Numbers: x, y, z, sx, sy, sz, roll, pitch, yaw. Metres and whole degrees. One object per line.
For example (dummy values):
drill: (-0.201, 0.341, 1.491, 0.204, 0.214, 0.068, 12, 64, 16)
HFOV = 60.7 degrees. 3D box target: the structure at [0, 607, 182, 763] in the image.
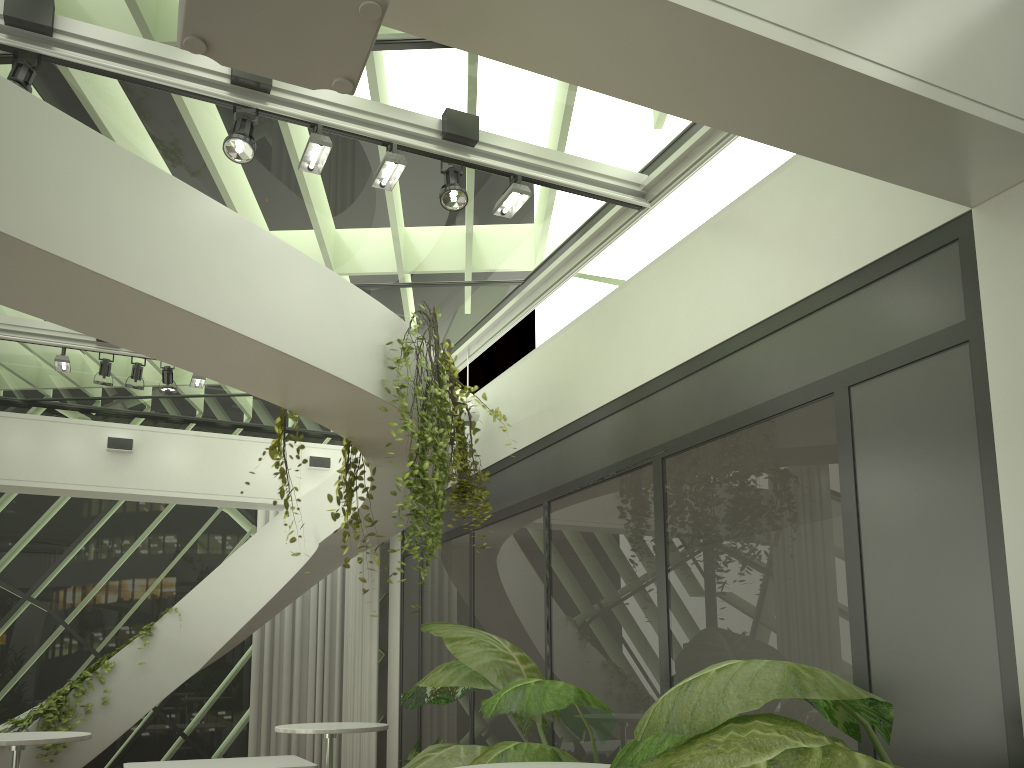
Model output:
structure: (-4.623, 2.421, 6.800, 2.033, 1.618, 4.940, -2, -17, 6)

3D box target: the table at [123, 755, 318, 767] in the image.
table: (-2.537, 3.644, 7.533, 1.510, 0.697, 1.099, 7, -17, -24)

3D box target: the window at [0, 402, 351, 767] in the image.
window: (-4.612, 2.570, 10.213, 5.773, 4.511, 0.039, 7, -12, -25)

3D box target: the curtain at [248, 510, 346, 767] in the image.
curtain: (-2.584, 2.942, 10.861, 1.237, 3.974, 0.163, 5, -11, -26)

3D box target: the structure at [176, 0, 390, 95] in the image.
structure: (-0.551, -0.938, 2.086, 0.465, 0.268, 0.399, 7, -17, -24)

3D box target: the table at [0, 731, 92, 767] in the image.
table: (-3.294, 2.890, 5.791, 0.857, 1.065, 0.884, -3, -13, 10)

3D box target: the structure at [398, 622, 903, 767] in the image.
structure: (0.618, 1.584, 3.125, 1.792, 1.664, 9.167, 6, -19, -24)

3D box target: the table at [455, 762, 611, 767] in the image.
table: (0.125, 2.103, 3.463, 0.857, 1.065, 0.884, -3, -13, 10)

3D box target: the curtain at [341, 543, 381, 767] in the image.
curtain: (-1.771, 2.773, 10.361, 0.161, 3.974, 1.023, 4, -11, -25)

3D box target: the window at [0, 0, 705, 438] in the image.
window: (-1.150, -2.101, 3.126, 5.722, 0.053, 17.223, 8, -20, -23)

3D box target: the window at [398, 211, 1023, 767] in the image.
window: (0.306, 1.950, 6.332, 0.050, 3.143, 7.398, 4, -17, -24)

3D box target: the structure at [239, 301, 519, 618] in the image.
structure: (-0.874, 0.502, 5.801, 1.448, 2.013, 1.676, -7, -15, 29)

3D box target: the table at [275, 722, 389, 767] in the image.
table: (-1.382, 3.163, 6.668, 0.857, 1.065, 0.884, -3, -13, 10)
